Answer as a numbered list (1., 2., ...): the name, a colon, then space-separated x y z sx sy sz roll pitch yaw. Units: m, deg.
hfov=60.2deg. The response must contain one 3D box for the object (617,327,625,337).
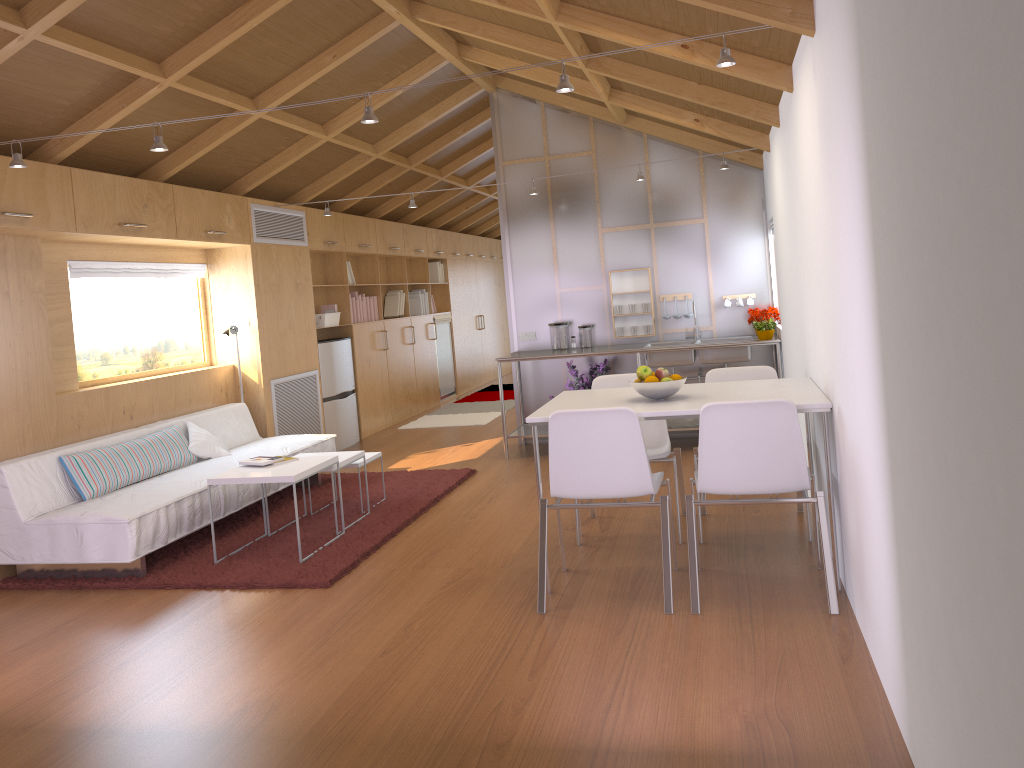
1. object: 0.881 -0.420 7.135 0.061 0.077 0.061 -3 3 26

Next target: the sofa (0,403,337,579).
1. sofa: -1.958 0.563 5.436 0.861 0.627 2.367 -4 6 14

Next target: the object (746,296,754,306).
1. object: 1.860 -0.651 6.912 0.059 0.080 0.063 -4 3 14

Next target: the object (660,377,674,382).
1. object: 0.676 0.005 3.843 0.070 0.069 0.077 -4 4 14

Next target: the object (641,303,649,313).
1. object: 1.067 -0.608 7.082 0.061 0.077 0.061 -5 3 -12

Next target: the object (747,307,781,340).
1. object: 1.877 -0.456 6.595 0.233 0.234 0.692 -4 5 14

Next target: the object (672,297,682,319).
1. object: 1.306 -0.606 7.024 0.075 0.182 0.074 -7 3 -45

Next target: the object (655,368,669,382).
1. object: 0.659 -0.039 3.892 0.062 0.067 0.063 -7 4 -38

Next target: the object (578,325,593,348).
1. object: 0.597 -0.382 7.150 0.113 0.176 0.114 -3 3 34

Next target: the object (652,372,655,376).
1. object: 0.621 -0.024 3.978 0.068 0.067 0.068 -5 4 -11

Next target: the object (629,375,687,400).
1. object: 0.646 0.023 3.901 0.256 0.090 0.255 -8 6 -34

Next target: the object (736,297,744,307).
1. object: 1.783 -0.644 6.925 0.059 0.081 0.063 -4 3 21

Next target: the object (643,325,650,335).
1. object: 1.082 -0.432 7.086 0.061 0.077 0.061 -5 3 -12

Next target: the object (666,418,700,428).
1. object: 1.296 0.225 6.709 0.298 0.158 0.416 -4 5 14

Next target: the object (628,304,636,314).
1. object: 0.967 -0.602 7.106 0.061 0.077 0.061 -5 3 -12

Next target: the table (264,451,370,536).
1. table: -1.128 0.629 5.142 0.424 0.382 0.461 -4 4 14

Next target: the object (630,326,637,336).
1. object: 0.982 -0.426 7.110 0.061 0.077 0.061 -5 3 -12

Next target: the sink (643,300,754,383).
1. sink: 1.425 -0.319 6.754 0.809 0.639 0.566 -4 3 14

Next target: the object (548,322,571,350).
1. object: 0.387 -0.389 7.180 0.171 0.215 0.173 -3 3 27

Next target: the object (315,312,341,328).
1. object: -1.722 -0.581 8.076 0.203 0.122 0.351 -4 5 14

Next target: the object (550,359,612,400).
1. object: 0.541 0.076 6.838 0.524 0.551 0.353 -5 3 5

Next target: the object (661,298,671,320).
1. object: 1.223 -0.601 7.044 0.075 0.182 0.074 -7 3 -45

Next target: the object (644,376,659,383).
1. object: 0.608 -0.002 3.842 0.068 0.067 0.068 -5 4 -11

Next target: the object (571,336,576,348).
1. object: 0.492 -0.336 7.078 0.037 0.092 0.037 -4 2 29

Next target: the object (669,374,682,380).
1. object: 0.720 -0.010 3.896 0.068 0.066 0.067 -7 4 -32

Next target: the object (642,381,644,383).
1. object: 0.611 0.010 3.913 0.080 0.089 0.078 -6 4 -27

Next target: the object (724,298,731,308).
1. object: 1.693 -0.641 6.952 0.059 0.080 0.063 -4 3 14

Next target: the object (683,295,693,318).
1. object: 1.389 -0.611 7.004 0.075 0.182 0.074 -7 3 -45

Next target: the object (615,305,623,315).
1. object: 0.866 -0.596 7.131 0.061 0.077 0.061 -3 3 26

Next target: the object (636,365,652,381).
1. object: 0.582 -0.047 3.887 0.070 0.069 0.077 -4 4 14

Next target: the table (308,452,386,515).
1. table: -1.032 0.620 5.532 0.341 0.308 0.371 -4 4 14

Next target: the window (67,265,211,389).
1. window: -2.549 -0.444 6.101 0.035 0.788 1.504 -4 5 14
